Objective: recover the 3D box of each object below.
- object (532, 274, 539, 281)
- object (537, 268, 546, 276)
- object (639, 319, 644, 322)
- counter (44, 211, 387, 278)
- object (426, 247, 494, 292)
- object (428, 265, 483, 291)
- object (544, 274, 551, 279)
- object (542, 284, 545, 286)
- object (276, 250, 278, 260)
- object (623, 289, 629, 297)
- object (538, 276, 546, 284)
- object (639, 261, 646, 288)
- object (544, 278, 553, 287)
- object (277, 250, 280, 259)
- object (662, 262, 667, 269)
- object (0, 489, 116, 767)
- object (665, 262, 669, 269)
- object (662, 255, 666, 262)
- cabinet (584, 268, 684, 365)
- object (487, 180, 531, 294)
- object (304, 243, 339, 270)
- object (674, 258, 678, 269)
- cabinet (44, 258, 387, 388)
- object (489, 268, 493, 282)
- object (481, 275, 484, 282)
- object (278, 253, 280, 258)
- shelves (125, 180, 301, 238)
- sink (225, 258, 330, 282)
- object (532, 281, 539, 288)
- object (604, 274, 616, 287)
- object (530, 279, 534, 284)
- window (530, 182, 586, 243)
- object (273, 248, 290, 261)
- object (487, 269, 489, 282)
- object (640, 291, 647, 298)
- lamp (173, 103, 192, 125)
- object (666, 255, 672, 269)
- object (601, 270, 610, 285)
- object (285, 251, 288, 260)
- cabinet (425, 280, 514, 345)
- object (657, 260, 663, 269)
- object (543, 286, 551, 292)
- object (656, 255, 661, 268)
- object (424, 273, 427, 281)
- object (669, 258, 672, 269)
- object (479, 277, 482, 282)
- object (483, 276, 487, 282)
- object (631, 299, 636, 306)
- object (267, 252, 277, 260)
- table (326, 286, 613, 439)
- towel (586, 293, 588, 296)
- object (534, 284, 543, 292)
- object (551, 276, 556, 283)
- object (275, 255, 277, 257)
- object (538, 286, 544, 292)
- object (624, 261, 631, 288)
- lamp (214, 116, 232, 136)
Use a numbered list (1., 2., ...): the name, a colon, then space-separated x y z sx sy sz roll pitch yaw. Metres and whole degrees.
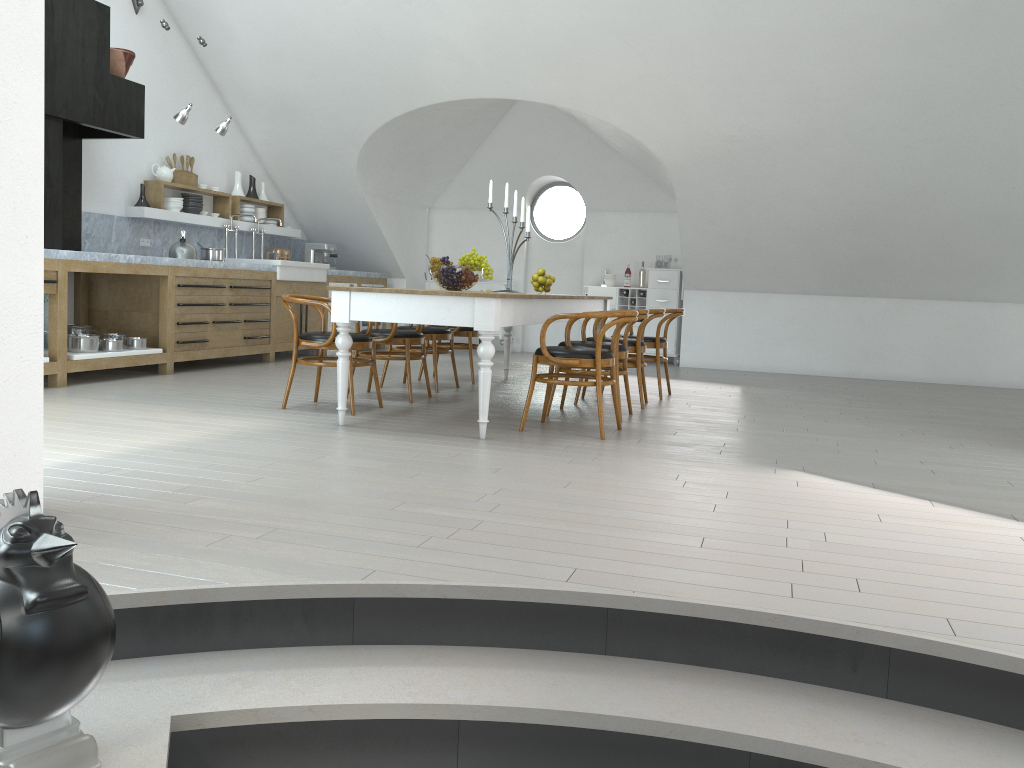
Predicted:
1. object: 0.198 -0.886 7.399 0.066 0.071 0.073 1 5 -14
2. object: 0.247 -0.933 7.410 0.072 0.074 0.072 4 5 17
3. object: 1.616 -0.810 10.999 0.081 0.081 0.359 4 6 14
4. counter: -2.947 -1.407 8.388 0.962 0.618 6.589 4 6 17
5. object: -0.338 -0.734 5.661 0.393 0.283 0.293 1 6 -19
6. object: -0.361 -0.675 5.687 0.360 0.159 0.361 2 6 -3
7. object: 0.299 -0.891 7.405 0.058 0.057 0.053 6 6 31
8. object: 0.285 -0.860 7.481 0.076 0.076 0.077 1 5 -16
9. object: -2.704 -1.440 10.177 0.023 0.195 0.018 3 4 12
10. object: 1.436 -1.131 11.038 0.093 0.094 0.360 4 6 17
11. object: 0.248 -0.862 7.349 0.071 0.063 0.072 3 5 10
12. object: 1.617 -1.354 10.996 0.085 0.330 0.085 0 5 -24
13. object: 0.304 -0.842 7.376 0.071 0.072 0.071 1 5 -19
14. object: -2.686 -1.442 10.172 0.040 0.192 0.042 -1 6 -37
15. object: 1.860 -1.450 10.895 0.077 0.085 0.077 5 6 24
16. object: -0.962 0.487 1.766 0.320 0.561 0.321 2 5 -10
17. object: 1.910 -1.462 10.960 0.071 0.098 0.071 5 5 25
18. object: 1.884 -1.510 11.021 0.054 0.178 0.054 3 5 11
19. cabinet: 1.530 -0.866 11.084 1.243 1.151 0.611 4 5 17
20. object: -0.016 -1.113 6.577 0.265 0.873 0.777 2 5 -9
21. object: -2.256 -1.529 10.699 0.387 0.319 0.325 4 5 17
22. object: 2.010 -1.473 10.877 0.046 0.142 0.046 5 5 28
23. cabinet: -2.982 -0.584 8.374 1.004 1.019 6.441 4 6 17
24. object: -0.272 -1.399 11.421 0.063 0.186 0.063 3 5 2
25. object: -0.396 -1.364 11.480 0.094 0.093 0.094 3 5 4
26. object: -2.690 -1.431 10.187 0.044 0.178 0.020 3 4 1
27. shelves: -3.273 -2.176 7.906 0.480 1.358 5.562 3 6 11
28. sink: -2.492 -1.197 9.367 0.727 0.201 1.023 4 6 17
29. object: 0.199 -0.829 7.379 0.060 0.056 0.059 4 5 11
30. object: 1.228 -1.295 11.098 0.158 0.159 0.154 -3 7 -45
31. object: 0.187 -0.864 7.459 0.062 0.059 0.062 4 6 21
32. window: 0.637 -2.273 11.762 0.900 0.898 0.060 4 5 17
33. object: -2.693 -1.469 10.355 0.104 0.222 0.200 4 5 17
34. object: -0.318 -1.402 11.467 0.054 0.178 0.054 2 5 -6
35. object: 1.632 -1.111 10.970 0.088 0.084 0.360 4 6 17
36. lamp: -2.773 -2.268 7.443 0.165 0.178 0.115 6 6 35
37. object: 1.948 -1.511 11.020 0.063 0.186 0.063 3 5 3
38. object: 1.199 -1.367 11.337 0.115 0.208 0.065 4 5 19
39. object: -2.647 -1.462 10.377 0.040 0.192 0.042 1 5 -23
40. cabinet: -0.562 -0.934 11.518 1.135 0.787 0.498 4 5 17
41. object: 1.808 -1.455 10.825 0.082 0.105 0.082 -1 6 -35
42. object: 0.295 -0.800 7.436 0.063 0.063 0.064 5 6 28
43. object: 1.797 -1.496 10.903 0.048 0.169 0.048 -1 6 -41
44. object: -1.105 -1.319 11.555 0.088 0.268 0.029 2 4 -10
45. object: 1.938 -1.475 10.865 0.046 0.142 0.046 5 5 28
46. object: -0.427 -1.352 11.394 0.077 0.085 0.077 3 5 4
47. object: -0.344 -1.356 11.405 0.071 0.098 0.071 7 6 40
48. object: 1.529 -1.015 11.023 0.085 0.085 0.331 4 6 16
49. object: -2.749 -1.423 10.141 0.100 0.171 0.173 4 5 18
50. table: -0.090 -0.268 6.477 1.019 0.797 3.356 4 6 17
51. towel: 0.958 -1.054 11.301 0.049 0.203 0.150 4 5 17
52. object: 0.223 -0.811 7.451 0.080 0.074 0.078 0 6 -28
53. object: 0.334 -0.877 7.449 0.063 0.063 0.062 0 6 -21
54. object: -2.705 -1.428 10.152 0.019 0.178 0.044 1 5 -18
55. object: 0.244 -0.789 7.388 0.050 0.050 0.051 4 6 20
56. object: 1.446 -1.367 11.054 0.081 0.329 0.081 3 5 13
57. lamp: -2.601 -2.323 7.993 0.169 0.176 0.112 3 5 9
